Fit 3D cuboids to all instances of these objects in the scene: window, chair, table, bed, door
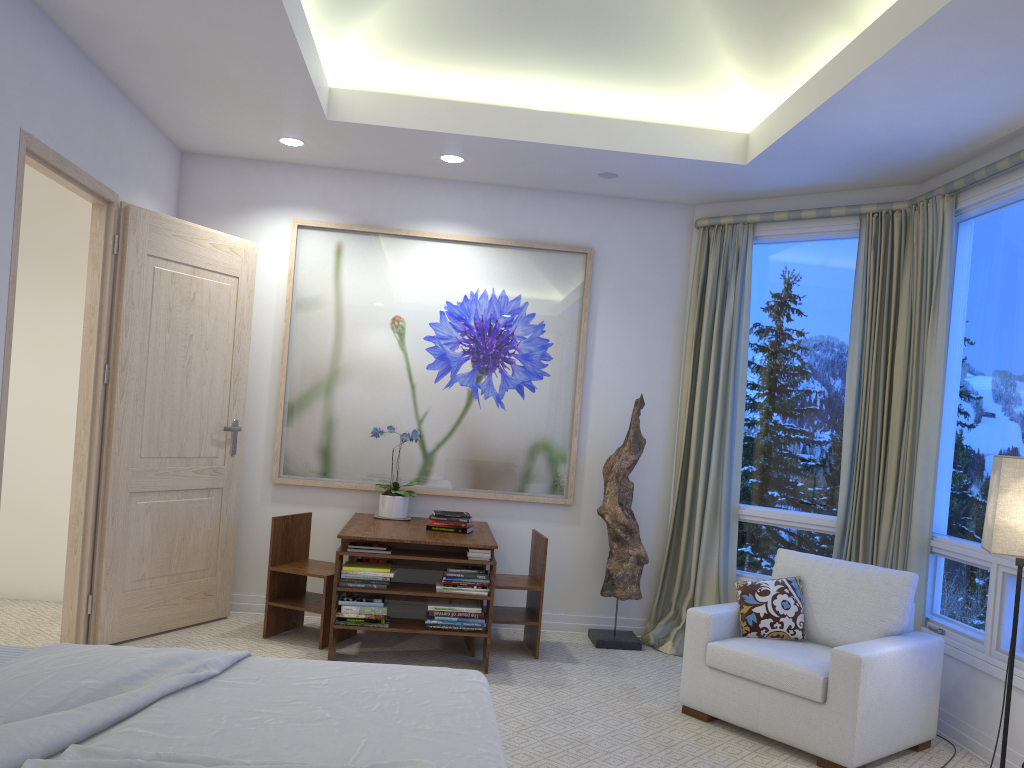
[{"bbox_3d":[1.744,0.055,1.774,0.814,2.026,6.845,5,-2,-5],"label":"window"},{"bbox_3d":[-0.039,1.069,4.584,0.340,0.610,0.340,5,0,-10],"label":"chair"},{"bbox_3d":[-0.494,1.035,4.538,0.740,0.600,0.900,5,-1,-5],"label":"table"},{"bbox_3d":[1.239,1.089,3.683,0.689,0.707,0.805,5,-1,-40],"label":"chair"},{"bbox_3d":[2.070,0.146,3.456,0.206,2.028,1.512,5,0,-5],"label":"window"},{"bbox_3d":[-0.986,0.775,1.583,2.020,0.815,1.969,5,-2,-5],"label":"bed"},{"bbox_3d":[-1.761,0.180,3.940,0.360,2.056,1.785,5,0,12],"label":"door"},{"bbox_3d":[-1.005,0.989,4.524,0.340,0.610,0.340,5,0,20],"label":"chair"}]

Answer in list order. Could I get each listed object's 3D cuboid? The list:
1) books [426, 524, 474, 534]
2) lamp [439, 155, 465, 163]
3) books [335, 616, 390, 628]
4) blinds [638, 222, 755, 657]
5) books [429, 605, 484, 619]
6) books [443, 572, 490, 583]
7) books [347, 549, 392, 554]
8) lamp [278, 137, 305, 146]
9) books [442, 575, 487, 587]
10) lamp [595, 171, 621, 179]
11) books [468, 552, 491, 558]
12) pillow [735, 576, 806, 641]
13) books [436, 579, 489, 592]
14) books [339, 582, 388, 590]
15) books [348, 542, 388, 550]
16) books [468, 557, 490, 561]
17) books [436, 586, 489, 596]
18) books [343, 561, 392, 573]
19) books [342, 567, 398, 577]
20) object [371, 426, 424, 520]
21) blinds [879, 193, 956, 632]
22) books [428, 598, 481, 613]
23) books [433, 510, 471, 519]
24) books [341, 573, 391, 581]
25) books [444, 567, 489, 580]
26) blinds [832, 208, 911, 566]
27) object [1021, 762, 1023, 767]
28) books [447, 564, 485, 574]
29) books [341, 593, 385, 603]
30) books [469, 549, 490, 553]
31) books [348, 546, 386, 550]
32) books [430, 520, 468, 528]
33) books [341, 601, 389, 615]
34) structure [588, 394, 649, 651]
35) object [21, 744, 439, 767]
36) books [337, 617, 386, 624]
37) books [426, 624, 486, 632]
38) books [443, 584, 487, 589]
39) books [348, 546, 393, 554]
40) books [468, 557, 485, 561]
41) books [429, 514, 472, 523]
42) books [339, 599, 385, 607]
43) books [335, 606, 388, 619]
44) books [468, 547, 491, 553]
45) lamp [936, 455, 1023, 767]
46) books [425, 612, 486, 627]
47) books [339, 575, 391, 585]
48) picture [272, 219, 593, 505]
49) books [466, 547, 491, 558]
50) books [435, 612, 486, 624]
[{"bbox_3d":[-0.315,0.735,4.521,0.212,0.027,0.154,4,-2,10],"label":"books"},{"bbox_3d":[-0.308,-1.150,4.547,0.137,0.014,0.137,6,-3,-33],"label":"lamp"},{"bbox_3d":[-0.698,1.110,4.157,0.243,0.019,0.168,5,-2,-5],"label":"books"},{"bbox_3d":[1.017,0.279,4.861,0.641,2.376,0.295,5,1,37],"label":"blinds"},{"bbox_3d":[-0.266,1.079,4.214,0.257,0.034,0.155,5,-2,-5],"label":"books"},{"bbox_3d":[-0.219,0.922,4.212,0.218,0.017,0.137,5,-2,-5],"label":"books"},{"bbox_3d":[-0.665,0.775,4.160,0.201,0.014,0.136,5,-2,-5],"label":"books"},{"bbox_3d":[-1.115,-1.217,4.478,0.137,0.014,0.137,6,-3,-33],"label":"lamp"},{"bbox_3d":[-0.229,0.936,4.208,0.209,0.015,0.146,5,-2,-5],"label":"books"},{"bbox_3d":[0.501,-1.082,4.617,0.137,0.014,0.137,6,-3,-33],"label":"lamp"},{"bbox_3d":[-0.160,0.800,4.202,0.108,0.020,0.151,5,-2,-5],"label":"books"},{"bbox_3d":[1.112,0.955,3.812,0.284,0.272,0.187,5,0,4],"label":"pillow"},{"bbox_3d":[-0.237,0.961,4.218,0.249,0.015,0.179,5,-2,-5],"label":"books"},{"bbox_3d":[-0.694,0.934,4.160,0.217,0.020,0.157,5,-2,-5],"label":"books"},{"bbox_3d":[-0.677,0.762,4.165,0.177,0.009,0.113,5,-2,-5],"label":"books"},{"bbox_3d":[-0.160,0.817,4.198,0.101,0.012,0.140,5,-2,-5],"label":"books"},{"bbox_3d":[-0.233,0.975,4.214,0.239,0.017,0.173,5,-2,0],"label":"books"},{"bbox_3d":[-0.679,0.861,4.166,0.217,0.019,0.157,5,-2,-5],"label":"books"},{"bbox_3d":[-0.667,0.879,4.175,0.239,0.019,0.173,5,-2,0],"label":"books"},{"bbox_3d":[-0.648,0.481,4.834,0.305,0.504,0.216,5,0,-5],"label":"object"},{"bbox_3d":[1.783,0.317,4.139,0.267,2.369,0.524,4,1,-12],"label":"blinds"},{"bbox_3d":[-0.274,1.053,4.212,0.249,0.022,0.179,5,-2,-5],"label":"books"},{"bbox_3d":[-0.308,0.664,4.509,0.180,0.019,0.125,5,-2,-10],"label":"books"},{"bbox_3d":[-0.683,0.896,4.165,0.222,0.020,0.154,5,-2,-5],"label":"books"},{"bbox_3d":[-0.216,0.902,4.212,0.205,0.026,0.124,5,-2,0],"label":"books"},{"bbox_3d":[1.721,0.318,4.322,0.523,2.372,0.270,5,1,39],"label":"blinds"},{"bbox_3d":[1.380,1.076,2.294,0.097,0.308,0.179,4,0,-18],"label":"object"},{"bbox_3d":[-0.221,0.880,4.210,0.177,0.017,0.113,5,-2,-5],"label":"books"},{"bbox_3d":[-0.695,1.001,4.145,0.198,0.017,0.114,5,-2,-5],"label":"books"},{"bbox_3d":[-0.155,0.782,4.197,0.100,0.012,0.140,5,-2,-5],"label":"books"},{"bbox_3d":[-0.676,0.762,4.165,0.174,0.008,0.111,5,-2,-5],"label":"books"},{"bbox_3d":[-0.319,0.707,4.512,0.190,0.031,0.132,5,-2,0],"label":"books"},{"bbox_3d":[-0.686,1.044,4.145,0.208,0.036,0.144,5,-2,-5],"label":"books"},{"bbox_3d":[0.617,0.742,4.891,0.305,1.394,0.263,5,1,-4],"label":"structure"},{"bbox_3d":[-0.416,0.853,1.173,0.718,0.466,0.913,5,-2,-9],"label":"object"},{"bbox_3d":[-0.702,1.090,4.153,0.217,0.021,0.157,5,-2,-5],"label":"books"},{"bbox_3d":[-0.268,1.140,4.222,0.276,0.032,0.192,5,-2,-5],"label":"books"},{"bbox_3d":[-0.223,0.950,4.206,0.205,0.011,0.148,5,-2,-5],"label":"books"},{"bbox_3d":[-0.665,0.774,4.160,0.201,0.015,0.140,5,-2,-5],"label":"books"},{"bbox_3d":[-0.160,0.817,4.197,0.103,0.013,0.142,5,-2,-5],"label":"books"},{"bbox_3d":[-0.311,0.683,4.511,0.205,0.020,0.125,4,-2,5],"label":"books"},{"bbox_3d":[-0.702,1.017,4.147,0.205,0.019,0.119,5,-2,-5],"label":"books"},{"bbox_3d":[-0.701,1.070,4.146,0.233,0.023,0.141,5,-2,-5],"label":"books"},{"bbox_3d":[-0.155,0.782,4.197,0.103,0.013,0.142,5,-2,-5],"label":"books"},{"bbox_3d":[1.713,0.872,3.531,0.276,1.206,1.530,5,-1,8],"label":"lamp"},{"bbox_3d":[-0.269,1.117,4.209,0.284,0.018,0.181,5,-2,-5],"label":"books"},{"bbox_3d":[-0.688,0.915,4.158,0.234,0.019,0.143,5,-2,-5],"label":"books"},{"bbox_3d":[-0.434,-0.111,4.965,1.681,1.461,0.030,5,1,-5],"label":"picture"},{"bbox_3d":[-0.159,0.800,4.202,0.111,0.022,0.153,5,-2,-5],"label":"books"},{"bbox_3d":[-0.243,1.104,4.208,0.234,0.018,0.169,5,-2,0],"label":"books"}]
